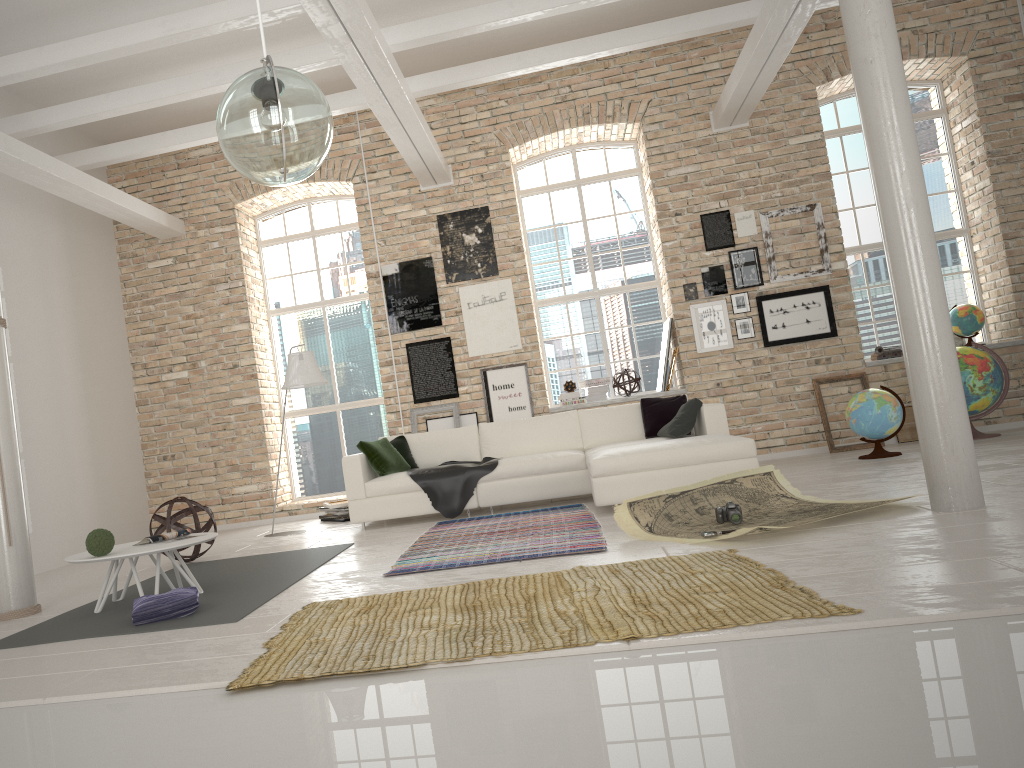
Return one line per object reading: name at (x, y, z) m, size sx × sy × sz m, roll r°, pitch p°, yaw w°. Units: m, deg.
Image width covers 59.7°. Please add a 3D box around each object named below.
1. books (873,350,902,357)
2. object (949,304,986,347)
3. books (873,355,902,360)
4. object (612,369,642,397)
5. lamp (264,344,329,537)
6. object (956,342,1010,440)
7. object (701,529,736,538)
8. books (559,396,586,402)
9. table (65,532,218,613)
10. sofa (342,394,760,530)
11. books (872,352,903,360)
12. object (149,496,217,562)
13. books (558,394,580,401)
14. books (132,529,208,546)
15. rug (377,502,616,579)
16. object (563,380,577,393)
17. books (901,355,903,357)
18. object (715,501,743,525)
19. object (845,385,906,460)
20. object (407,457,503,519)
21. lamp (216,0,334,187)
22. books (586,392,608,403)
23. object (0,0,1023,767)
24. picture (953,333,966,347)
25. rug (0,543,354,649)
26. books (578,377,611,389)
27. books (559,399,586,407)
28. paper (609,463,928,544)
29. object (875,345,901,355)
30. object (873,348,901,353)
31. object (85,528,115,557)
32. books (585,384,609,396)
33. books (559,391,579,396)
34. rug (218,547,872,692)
books at (3.879, -0.315, 9.216) m, size 0.261 × 0.026 × 0.200 m, roll -8°, pitch -2°, yaw 3°
object at (4.648, -0.598, 9.109) m, size 0.341 × 0.465 × 0.318 m, roll -9°, pitch -3°, yaw 13°
books at (3.876, -0.263, 9.209) m, size 0.262 × 0.025 × 0.197 m, roll -9°, pitch -2°, yaw 9°
object at (1.237, -0.014, 9.617) m, size 0.306 × 0.308 × 0.306 m, roll -8°, pitch -3°, yaw -2°
lamp at (-2.099, 0.542, 8.581) m, size 1.070 × 1.778 × 0.420 m, roll -11°, pitch -5°, yaw 41°
object at (4.223, 0.083, 8.337) m, size 0.633 × 0.925 × 0.677 m, roll -8°, pitch -3°, yaw -17°
object at (1.146, 0.805, 4.831) m, size 0.231 × 0.019 × 0.095 m, roll -8°, pitch -2°, yaw 6°
books at (0.657, 0.169, 9.715) m, size 0.275 × 0.024 × 0.215 m, roll -8°, pitch -2°, yaw 5°
table at (-2.232, 1.158, 5.445) m, size 0.956 × 0.343 × 0.865 m, roll -9°, pitch -3°, yaw 22°
sofa at (0.154, 0.692, 7.570) m, size 3.358 × 0.843 × 2.119 m, roll -9°, pitch -2°, yaw 9°
books at (3.873, -0.288, 9.215) m, size 0.260 × 0.030 × 0.199 m, roll -9°, pitch -2°, yaw 7°
object at (-2.725, 1.205, 7.396) m, size 0.520 × 0.544 × 0.562 m, roll -8°, pitch -3°, yaw -17°
books at (0.621, 0.144, 9.736) m, size 0.201 × 0.041 × 0.196 m, roll -8°, pitch -2°, yaw -7°
books at (-2.139, 0.952, 5.563) m, size 0.398 × 0.048 × 0.285 m, roll -10°, pitch -3°, yaw 37°
rug at (-0.067, 1.053, 6.230) m, size 1.432 × 0.008 × 2.634 m, roll -8°, pitch -2°, yaw 4°
object at (0.636, 0.028, 9.786) m, size 0.151 × 0.137 × 0.134 m, roll -10°, pitch -4°, yaw 34°
books at (4.071, -0.300, 8.981) m, size 0.233 × 0.022 × 0.172 m, roll -9°, pitch -2°, yaw 8°
object at (1.273, 0.751, 5.198) m, size 0.152 × 0.124 × 0.165 m, roll -9°, pitch -3°, yaw 7°
object at (3.191, 0.337, 7.831) m, size 0.418 × 0.632 × 0.477 m, roll -6°, pitch -4°, yaw -42°
object at (-0.490, 0.934, 8.036) m, size 0.912 × 0.464 × 0.761 m, roll -9°, pitch -3°, yaw 6°
lamp at (-1.099, -1.625, 3.874) m, size 0.527 × 1.601 × 0.477 m, roll -10°, pitch -4°, yaw 22°
books at (0.957, 0.150, 9.955) m, size 0.245 × 0.088 × 0.307 m, roll -9°, pitch -2°, yaw 11°
object at (0.130, -1.440, 4.857) m, size 10.360 × 4.805 × 11.596 m, roll -9°, pitch -2°, yaw 7°
picture at (4.582, -0.484, 9.467) m, size 0.402 × 0.293 × 0.066 m, roll -9°, pitch -4°, yaw 11°
rug at (-2.002, 1.310, 5.771) m, size 1.463 × 0.042 × 2.667 m, roll -8°, pitch -2°, yaw 4°
books at (0.922, -0.015, 9.962) m, size 0.298 × 0.085 × 0.234 m, roll -8°, pitch -2°, yaw -11°
books at (0.660, 0.205, 9.713) m, size 0.281 × 0.048 × 0.215 m, roll -8°, pitch -2°, yaw 5°
paper at (1.459, 0.649, 5.077) m, size 1.390 × 0.265 × 1.117 m, roll -7°, pitch -3°, yaw -27°
object at (3.906, -0.359, 9.219) m, size 0.447 × 0.090 × 0.100 m, roll -6°, pitch -4°, yaw -40°
object at (3.872, -0.337, 9.207) m, size 0.218 × 0.021 × 0.155 m, roll -9°, pitch -2°, yaw 8°
object at (-2.378, 0.916, 5.148) m, size 0.155 × 0.164 × 0.169 m, roll -8°, pitch -3°, yaw -17°
books at (0.945, 0.068, 9.961) m, size 0.240 × 0.088 × 0.314 m, roll -8°, pitch -2°, yaw 1°
books at (0.623, 0.109, 9.736) m, size 0.184 × 0.030 × 0.176 m, roll -8°, pitch -2°, yaw -4°
rug at (0.038, 0.928, 3.733) m, size 2.223 × 0.021 × 1.520 m, roll -8°, pitch -2°, yaw 3°
